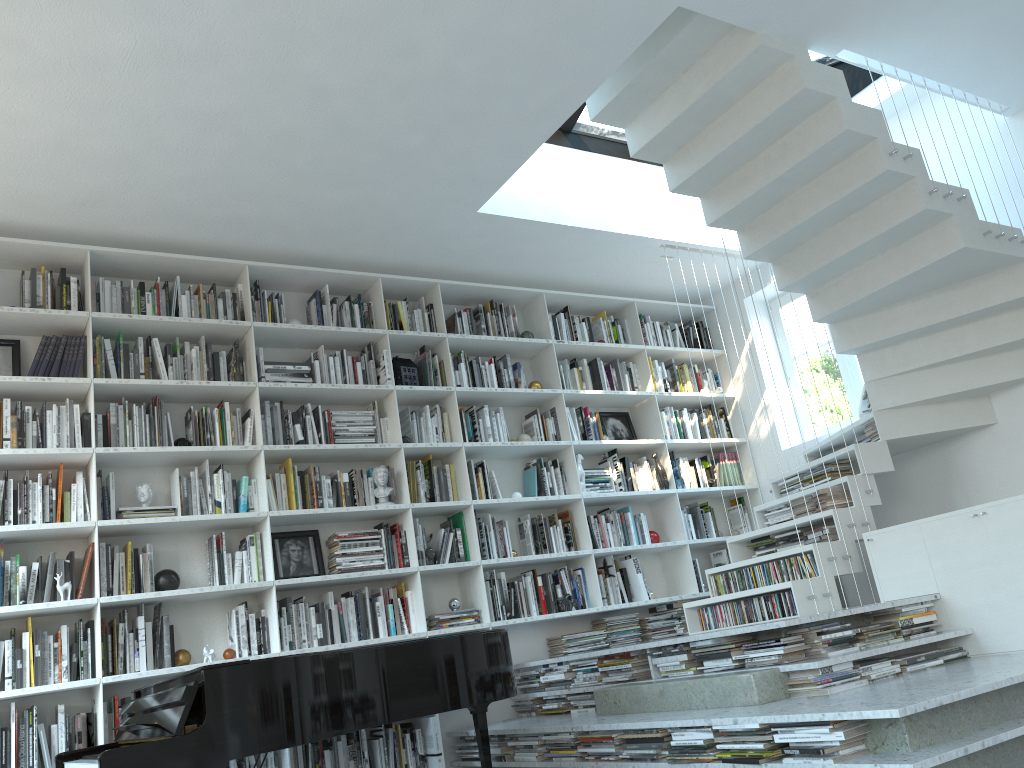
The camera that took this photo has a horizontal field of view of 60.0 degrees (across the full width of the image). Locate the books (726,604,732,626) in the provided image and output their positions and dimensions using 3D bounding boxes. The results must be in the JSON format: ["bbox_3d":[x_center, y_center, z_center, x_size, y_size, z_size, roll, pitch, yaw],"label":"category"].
[{"bbox_3d":[1.271,1.297,5.009,0.125,0.125,0.008,1,-20,-32],"label":"books"}]

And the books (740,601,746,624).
[{"bbox_3d":[1.326,1.261,4.923,0.125,0.125,0.007,1,-20,-32],"label":"books"}]

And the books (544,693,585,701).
[{"bbox_3d":[0.307,1.821,5.162,0.144,0.009,0.250,0,-20,-29],"label":"books"}]

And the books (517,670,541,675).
[{"bbox_3d":[0.165,1.760,5.446,0.159,0.011,0.247,3,-21,-35],"label":"books"}]

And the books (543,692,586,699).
[{"bbox_3d":[0.307,1.811,5.166,0.149,0.014,0.229,2,-21,-34],"label":"books"}]

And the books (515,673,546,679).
[{"bbox_3d":[0.160,1.780,5.434,0.171,0.015,0.253,4,-22,-37],"label":"books"}]

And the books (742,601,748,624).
[{"bbox_3d":[1.334,1.256,4.911,0.125,0.125,0.010,1,-20,-32],"label":"books"}]

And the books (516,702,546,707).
[{"bbox_3d":[0.148,1.946,5.402,0.152,0.005,0.243,0,-20,-29],"label":"books"}]

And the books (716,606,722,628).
[{"bbox_3d":[1.227,1.326,5.076,0.125,0.125,0.007,1,-20,-32],"label":"books"}]

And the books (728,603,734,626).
[{"bbox_3d":[1.279,1.292,4.997,0.125,0.125,0.009,1,-20,-32],"label":"books"}]

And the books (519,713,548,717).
[{"bbox_3d":[0.158,1.998,5.387,0.163,0.019,0.188,2,-21,-33],"label":"books"}]

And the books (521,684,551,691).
[{"bbox_3d":[0.181,1.849,5.420,0.163,0.017,0.233,1,-20,-30],"label":"books"}]

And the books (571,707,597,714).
[{"bbox_3d":[0.459,1.789,4.882,0.189,0.028,0.203,4,-22,-37],"label":"books"}]

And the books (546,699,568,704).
[{"bbox_3d":[0.314,1.834,5.161,0.137,0.018,0.201,3,-21,-36],"label":"books"}]

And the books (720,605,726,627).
[{"bbox_3d":[1.247,1.313,5.047,0.125,0.125,0.008,1,-20,-32],"label":"books"}]

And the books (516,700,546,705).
[{"bbox_3d":[0.143,1.933,5.404,0.159,0.009,0.211,0,-20,-29],"label":"books"}]

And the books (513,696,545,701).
[{"bbox_3d":[0.136,1.911,5.409,0.174,0.009,0.240,1,-20,-30],"label":"books"}]

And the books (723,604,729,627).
[{"bbox_3d":[1.259,1.305,5.028,0.125,0.125,0.007,1,-20,-32],"label":"books"}]

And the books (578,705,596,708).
[{"bbox_3d":[0.478,1.770,4.902,0.138,0.014,0.215,0,-20,-29],"label":"books"}]

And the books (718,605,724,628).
[{"bbox_3d":[1.239,1.318,5.059,0.125,0.125,0.008,1,-20,-32],"label":"books"}]

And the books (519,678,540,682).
[{"bbox_3d":[0.182,1.802,5.439,0.145,0.008,0.298,2,-21,-33],"label":"books"}]

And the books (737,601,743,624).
[{"bbox_3d":[1.314,1.269,4.941,0.125,0.125,0.007,1,-20,-32],"label":"books"}]

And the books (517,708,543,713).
[{"bbox_3d":[0.162,1.978,5.398,0.147,0.014,0.293,2,-20,-32],"label":"books"}]

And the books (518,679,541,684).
[{"bbox_3d":[0.176,1.809,5.433,0.156,0.009,0.288,2,-21,-34],"label":"books"}]

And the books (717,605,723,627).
[{"bbox_3d":[1.235,1.321,5.065,0.125,0.125,0.008,1,-20,-32],"label":"books"}]

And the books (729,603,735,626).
[{"bbox_3d":[1.283,1.289,4.990,0.125,0.125,0.008,1,-20,-32],"label":"books"}]

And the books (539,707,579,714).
[{"bbox_3d":[0.301,1.883,5.133,0.187,0.009,0.262,0,-20,-30],"label":"books"}]

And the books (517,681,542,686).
[{"bbox_3d":[0.172,1.819,5.426,0.179,0.012,0.262,2,-20,-32],"label":"books"}]

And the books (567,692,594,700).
[{"bbox_3d":[0.452,1.719,4.906,0.181,0.017,0.250,3,-21,-35],"label":"books"}]

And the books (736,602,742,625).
[{"bbox_3d":[1.310,1.271,4.948,0.125,0.125,0.009,1,-20,-32],"label":"books"}]

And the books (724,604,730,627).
[{"bbox_3d":[1.263,1.302,5.022,0.125,0.125,0.008,1,-20,-32],"label":"books"}]

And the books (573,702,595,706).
[{"bbox_3d":[0.471,1.757,4.903,0.161,0.012,0.255,1,-20,-31],"label":"books"}]

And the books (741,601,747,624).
[{"bbox_3d":[1.330,1.259,4.917,0.125,0.125,0.007,1,-20,-32],"label":"books"}]

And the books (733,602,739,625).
[{"bbox_3d":[1.299,1.279,4.965,0.125,0.125,0.008,1,-20,-32],"label":"books"}]

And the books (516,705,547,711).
[{"bbox_3d":[0.151,1.965,5.396,0.170,0.012,0.216,2,-20,-32],"label":"books"}]

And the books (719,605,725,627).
[{"bbox_3d":[1.243,1.316,5.053,0.125,0.125,0.007,1,-20,-32],"label":"books"}]

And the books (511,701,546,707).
[{"bbox_3d":[0.138,1.940,5.398,0.184,0.006,0.263,1,-20,-31],"label":"books"}]

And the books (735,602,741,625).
[{"bbox_3d":[1.306,1.274,4.954,0.125,0.125,0.008,1,-20,-32],"label":"books"}]

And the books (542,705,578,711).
[{"bbox_3d":[0.314,1.873,5.146,0.160,0.014,0.268,2,-21,-33],"label":"books"}]

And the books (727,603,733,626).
[{"bbox_3d":[1.275,1.295,5.003,0.125,0.125,0.007,1,-20,-32],"label":"books"}]

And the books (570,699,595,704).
[{"bbox_3d":[0.464,1.743,4.904,0.156,0.017,0.264,3,-21,-36],"label":"books"}]

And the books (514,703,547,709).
[{"bbox_3d":[0.151,1.954,5.401,0.159,0.012,0.279,2,-21,-33],"label":"books"}]

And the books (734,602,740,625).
[{"bbox_3d":[1.303,1.276,4.959,0.125,0.125,0.007,1,-20,-32],"label":"books"}]

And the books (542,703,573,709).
[{"bbox_3d":[0.301,1.858,5.143,0.180,0.016,0.183,3,-21,-35],"label":"books"}]

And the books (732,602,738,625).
[{"bbox_3d":[1.295,1.281,4.972,0.125,0.125,0.009,1,-20,-32],"label":"books"}]

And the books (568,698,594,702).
[{"bbox_3d":[0.459,1.731,4.906,0.178,0.009,0.277,1,-20,-31],"label":"books"}]

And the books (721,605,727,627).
[{"bbox_3d":[1.251,1.310,5.040,0.125,0.125,0.009,1,-20,-32],"label":"books"}]

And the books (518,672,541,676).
[{"bbox_3d":[0.167,1.769,5.443,0.167,0.008,0.235,2,-21,-33],"label":"books"}]

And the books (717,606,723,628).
[{"bbox_3d":[1.231,1.323,5.070,0.125,0.125,0.007,1,-20,-32],"label":"books"}]

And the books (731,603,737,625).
[{"bbox_3d":[1.291,1.284,4.978,0.125,0.125,0.008,1,-20,-32],"label":"books"}]

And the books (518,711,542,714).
[{"bbox_3d":[0.156,1.987,5.390,0.144,0.005,0.258,0,-19,-28],"label":"books"}]

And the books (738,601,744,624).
[{"bbox_3d":[1.318,1.266,4.936,0.125,0.125,0.008,1,-20,-32],"label":"books"}]

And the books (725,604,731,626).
[{"bbox_3d":[1.267,1.300,5.015,0.125,0.125,0.009,1,-20,-32],"label":"books"}]

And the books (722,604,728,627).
[{"bbox_3d":[1.255,1.307,5.034,0.125,0.125,0.007,1,-20,-32],"label":"books"}]

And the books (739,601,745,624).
[{"bbox_3d":[1.322,1.264,4.930,0.125,0.125,0.007,1,-20,-32],"label":"books"}]

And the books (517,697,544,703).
[{"bbox_3d":[0.143,1.922,5.409,0.152,0.015,0.208,0,-19,-28],"label":"books"}]

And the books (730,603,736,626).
[{"bbox_3d":[1.287,1.287,4.984,0.125,0.125,0.009,1,-20,-32],"label":"books"}]

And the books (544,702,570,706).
[{"bbox_3d":[0.310,1.847,5.154,0.159,0.009,0.229,1,-20,-31],"label":"books"}]
